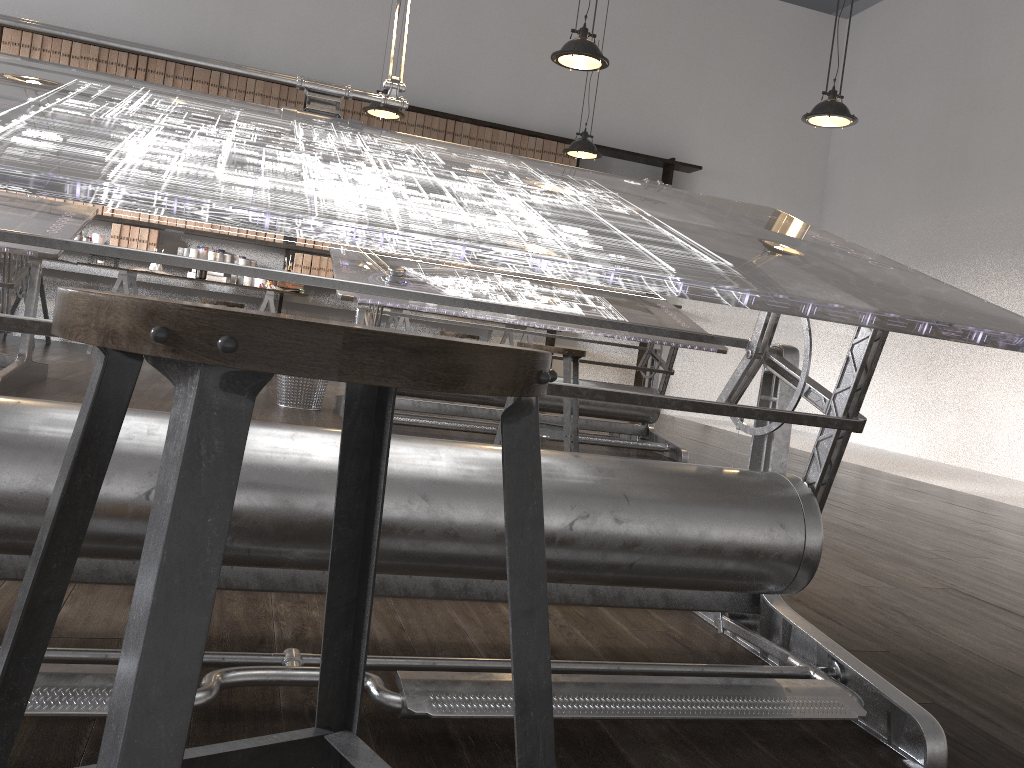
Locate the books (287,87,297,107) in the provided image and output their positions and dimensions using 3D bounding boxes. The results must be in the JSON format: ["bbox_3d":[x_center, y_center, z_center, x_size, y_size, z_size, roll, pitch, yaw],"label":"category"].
[{"bbox_3d":[-1.884,-2.400,7.556,0.066,0.225,0.175,8,1,-17],"label":"books"}]

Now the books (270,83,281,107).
[{"bbox_3d":[-2.014,-2.415,7.510,0.067,0.226,0.175,8,1,-17],"label":"books"}]

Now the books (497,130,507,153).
[{"bbox_3d":[-0.118,-2.187,8.094,0.066,0.225,0.175,8,1,-17],"label":"books"}]

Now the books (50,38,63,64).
[{"bbox_3d":[-3.603,-2.607,7.029,0.066,0.225,0.175,8,1,-17],"label":"books"}]

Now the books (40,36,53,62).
[{"bbox_3d":[-3.669,-2.615,7.011,0.066,0.225,0.175,8,1,-17],"label":"books"}]

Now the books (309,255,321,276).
[{"bbox_3d":[-1.709,-0.993,7.656,0.067,0.226,0.175,8,1,-17],"label":"books"}]

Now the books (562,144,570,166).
[{"bbox_3d":[0.483,-2.115,8.282,0.066,0.225,0.175,8,1,-17],"label":"books"}]

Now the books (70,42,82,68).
[{"bbox_3d":[-3.467,-2.591,7.069,0.066,0.225,0.175,8,1,-17],"label":"books"}]

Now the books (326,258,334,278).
[{"bbox_3d":[-1.589,-0.979,7.700,0.066,0.225,0.175,8,1,-17],"label":"books"}]

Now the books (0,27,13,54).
[{"bbox_3d":[-3.932,-2.647,6.927,0.066,0.225,0.175,8,1,-17],"label":"books"}]

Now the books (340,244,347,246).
[{"bbox_3d":[-1.469,-1.244,7.726,0.066,0.225,0.175,8,1,-17],"label":"books"}]

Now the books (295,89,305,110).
[{"bbox_3d":[-1.816,-2.392,7.573,0.066,0.225,0.175,8,1,-17],"label":"books"}]

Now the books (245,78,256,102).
[{"bbox_3d":[-2.206,-2.439,7.453,0.067,0.226,0.175,8,1,-17],"label":"books"}]

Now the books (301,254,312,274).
[{"bbox_3d":[-1.778,-1.002,7.635,0.066,0.225,0.175,8,1,-17],"label":"books"}]

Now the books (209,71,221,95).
[{"bbox_3d":[-2.473,-2.471,7.369,0.066,0.225,0.175,8,1,-17],"label":"books"}]

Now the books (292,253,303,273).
[{"bbox_3d":[-1.847,-1.010,7.618,0.066,0.225,0.175,8,1,-17],"label":"books"}]

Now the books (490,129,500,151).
[{"bbox_3d":[-0.178,-2.195,8.077,0.066,0.225,0.175,8,1,-17],"label":"books"}]

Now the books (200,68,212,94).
[{"bbox_3d":[-2.541,-2.479,7.348,0.067,0.226,0.175,8,1,-17],"label":"books"}]

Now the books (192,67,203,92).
[{"bbox_3d":[-2.603,-2.487,7.334,0.066,0.225,0.175,8,1,-17],"label":"books"}]

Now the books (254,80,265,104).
[{"bbox_3d":[-2.137,-2.430,7.476,0.066,0.225,0.175,8,1,-17],"label":"books"}]

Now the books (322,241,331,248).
[{"bbox_3d":[-1.602,-1.260,7.681,0.066,0.225,0.175,8,1,-17],"label":"books"}]

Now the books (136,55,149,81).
[{"bbox_3d":[-3.006,-2.535,7.207,0.067,0.226,0.175,8,1,-17],"label":"books"}]

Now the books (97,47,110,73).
[{"bbox_3d":[-3.281,-2.568,7.129,0.066,0.225,0.175,8,1,-17],"label":"books"}]

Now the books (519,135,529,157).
[{"bbox_3d":[0.082,-2.163,8.159,0.066,0.225,0.175,8,1,-17],"label":"books"}]

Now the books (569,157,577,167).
[{"bbox_3d":[0.550,-2.107,8.299,0.066,0.225,0.175,8,1,-17],"label":"books"}]

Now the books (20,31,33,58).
[{"bbox_3d":[-3.802,-2.631,6.962,0.066,0.225,0.175,8,1,-17],"label":"books"}]

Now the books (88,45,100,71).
[{"bbox_3d":[-3.343,-2.575,7.103,0.067,0.226,0.175,8,1,-17],"label":"books"}]

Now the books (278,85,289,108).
[{"bbox_3d":[-1.951,-2.408,7.536,0.066,0.225,0.175,8,1,-17],"label":"books"}]

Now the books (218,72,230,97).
[{"bbox_3d":[-2.405,-2.463,7.394,0.066,0.225,0.175,8,1,-17],"label":"books"}]

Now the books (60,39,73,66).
[{"bbox_3d":[-3.535,-2.599,7.046,0.067,0.226,0.175,8,1,-17],"label":"books"}]

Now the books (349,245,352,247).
[{"bbox_3d":[-1.403,-1.236,7.740,0.067,0.226,0.175,8,1,-17],"label":"books"}]

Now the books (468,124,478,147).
[{"bbox_3d":[-0.373,-2.218,8.019,0.066,0.225,0.175,8,1,-17],"label":"books"}]

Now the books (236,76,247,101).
[{"bbox_3d":[-2.273,-2.447,7.436,0.066,0.225,0.175,8,1,-17],"label":"books"}]

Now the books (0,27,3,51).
[{"bbox_3d":[-4.015,-2.656,6.897,0.066,0.225,0.175,8,1,-17],"label":"books"}]

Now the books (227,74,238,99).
[{"bbox_3d":[-2.340,-2.455,7.418,0.066,0.225,0.175,8,1,-17],"label":"books"}]

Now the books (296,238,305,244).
[{"bbox_3d":[-1.812,-1.285,7.621,0.066,0.225,0.175,8,1,-17],"label":"books"}]

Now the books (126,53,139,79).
[{"bbox_3d":[-3.079,-2.544,7.191,0.066,0.225,0.175,8,1,-17],"label":"books"}]

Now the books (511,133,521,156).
[{"bbox_3d":[0.017,-2.171,8.137,0.066,0.225,0.175,8,1,-17],"label":"books"}]

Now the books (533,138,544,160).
[{"bbox_3d":[0.219,-2.146,8.194,0.066,0.225,0.175,8,1,-17],"label":"books"}]

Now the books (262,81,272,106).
[{"bbox_3d":[-2.078,-2.424,7.495,0.066,0.225,0.175,8,1,-17],"label":"books"}]

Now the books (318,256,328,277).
[{"bbox_3d":[-1.650,-0.987,7.679,0.066,0.225,0.175,8,1,-17],"label":"books"}]

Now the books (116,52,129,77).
[{"bbox_3d":[-3.145,-2.552,7.166,0.066,0.225,0.175,8,1,-17],"label":"books"}]

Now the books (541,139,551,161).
[{"bbox_3d":[0.288,-2.138,8.215,0.067,0.226,0.175,8,1,-17],"label":"books"}]

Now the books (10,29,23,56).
[{"bbox_3d":[-3.871,-2.639,6.941,0.067,0.226,0.175,8,1,-17],"label":"books"}]

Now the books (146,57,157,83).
[{"bbox_3d":[-2.937,-2.527,7.234,0.066,0.225,0.175,8,1,-17],"label":"books"}]

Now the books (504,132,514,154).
[{"bbox_3d":[-0.049,-2.179,8.113,0.067,0.226,0.175,8,1,-17],"label":"books"}]

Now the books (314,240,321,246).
[{"bbox_3d":[-1.671,-1.268,7.665,0.066,0.225,0.175,8,1,-17],"label":"books"}]

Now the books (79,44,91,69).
[{"bbox_3d":[-3.407,-2.584,7.088,0.066,0.225,0.175,8,1,-17],"label":"books"}]

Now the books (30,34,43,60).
[{"bbox_3d":[-3.734,-2.623,6.987,0.066,0.225,0.175,8,1,-17],"label":"books"}]

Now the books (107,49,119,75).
[{"bbox_3d":[-3.213,-2.560,7.149,0.066,0.225,0.175,8,1,-17],"label":"books"}]

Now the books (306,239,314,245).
[{"bbox_3d":[-1.741,-1.276,7.637,0.067,0.226,0.175,8,1,-17],"label":"books"}]
